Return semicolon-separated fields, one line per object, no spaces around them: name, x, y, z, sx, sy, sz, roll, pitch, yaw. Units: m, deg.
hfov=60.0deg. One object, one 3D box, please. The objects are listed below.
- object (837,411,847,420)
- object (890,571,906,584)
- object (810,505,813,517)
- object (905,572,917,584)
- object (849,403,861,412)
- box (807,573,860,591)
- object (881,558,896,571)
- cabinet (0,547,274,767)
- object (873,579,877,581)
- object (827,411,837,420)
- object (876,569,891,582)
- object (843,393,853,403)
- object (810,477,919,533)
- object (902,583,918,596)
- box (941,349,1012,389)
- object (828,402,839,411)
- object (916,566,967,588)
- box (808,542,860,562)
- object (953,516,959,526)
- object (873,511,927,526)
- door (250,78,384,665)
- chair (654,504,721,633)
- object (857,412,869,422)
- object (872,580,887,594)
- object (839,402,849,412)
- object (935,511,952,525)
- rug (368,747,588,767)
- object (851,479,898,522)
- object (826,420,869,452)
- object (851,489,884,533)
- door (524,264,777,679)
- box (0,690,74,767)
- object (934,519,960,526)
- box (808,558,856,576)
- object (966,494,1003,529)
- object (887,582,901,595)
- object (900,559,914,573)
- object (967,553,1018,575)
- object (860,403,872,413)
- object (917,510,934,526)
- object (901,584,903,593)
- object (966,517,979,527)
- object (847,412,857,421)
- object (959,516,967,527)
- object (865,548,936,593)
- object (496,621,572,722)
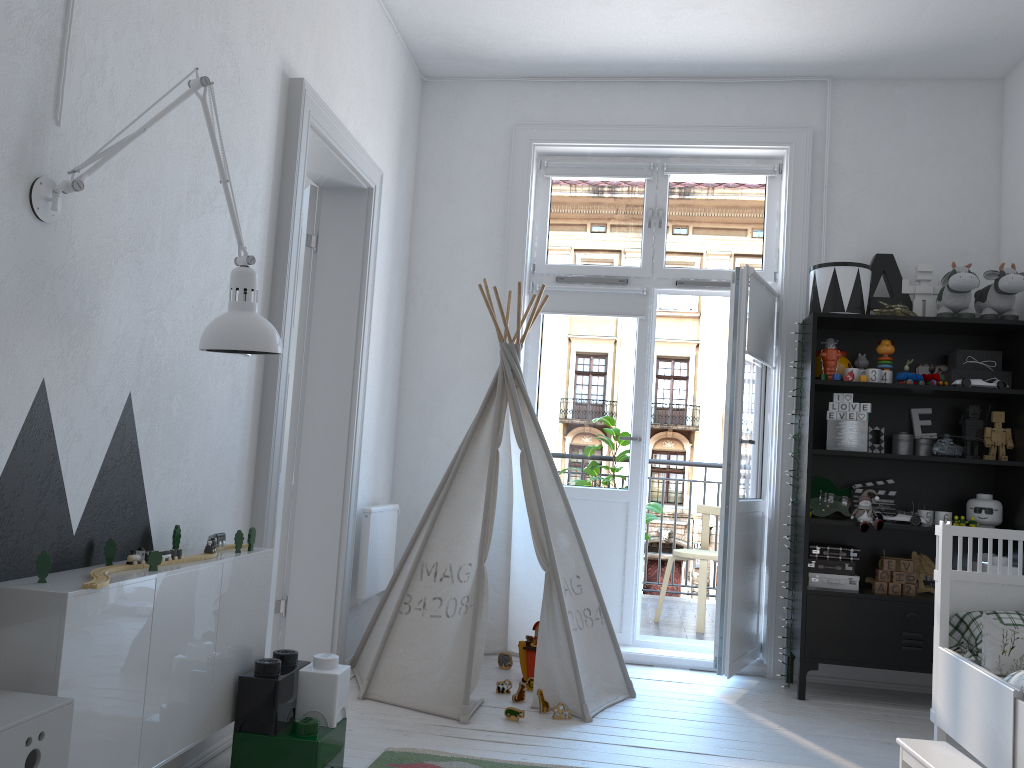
object;1.467;0.144;3.951;0.040;0.040;0.040;3;-5;13
object;1.682;0.842;3.866;0.050;0.050;0.050;3;-5;8
object;1.356;0.579;4.053;0.042;0.054;0.031;2;-5;18
object;1.739;0.847;3.885;0.050;0.050;0.050;3;-5;8
object;1.519;0.105;3.924;0.040;0.040;0.040;0;-6;38
box;1.430;0.879;3.988;0.215;0.062;0.179;3;-5;8
object;1.649;0.792;3.888;0.050;0.050;0.050;3;-5;8
cabinet;-0.879;0.664;2.154;0.183;0.454;0.971;3;-5;8
object;1.628;0.894;3.924;0.050;0.050;0.050;3;-5;8
object;1.428;0.142;3.959;0.040;0.040;0.040;2;-5;23
object;1.629;0.841;3.894;0.050;0.050;0.050;3;-5;8
object;1.493;0.064;3.940;0.040;0.040;0.040;2;-5;18
object;1.621;0.561;4.096;0.542;0.239;0.093;3;-5;9
object;1.730;0.894;3.855;0.050;0.050;0.050;0;-6;38
box;2.099;-0.055;4.005;0.251;0.189;0.179;3;-5;8
object;1.436;0.102;3.960;0.040;0.040;0.040;2;-5;18
object;1.933;0.887;4.052;0.347;0.120;0.034;3;-5;8
box;1.438;0.758;3.999;0.215;0.062;0.179;3;-5;8
object;1.910;0.594;3.812;0.042;0.054;0.031;7;-6;-31
object;1.700;0.592;3.903;0.230;0.048;0.098;0;-6;33
door;-0.865;0.108;3.625;0.505;2.176;1.466;4;-5;-7
chair;1.178;1.100;5.388;0.498;0.715;0.436;7;-6;-37
object;1.547;0.145;3.908;0.040;0.040;0.040;0;-6;38
object;1.606;0.887;3.873;0.050;0.050;0.050;3;-5;8
object;1.478;0.103;3.942;0.040;0.040;0.040;1;-5;28
object;1.882;0.591;3.870;0.067;0.067;0.067;2;-5;22
rug;0.106;1.086;1.743;1.319;0.016;2.030;3;-5;8
object;1.660;0.530;4.066;0.201;0.199;0.048;3;-5;8
object;1.498;0.235;3.959;0.170;0.138;0.124;2;-5;23
object;1.531;0.545;3.813;0.110;0.185;0.129;4;-5;-5
door;0.614;0.366;4.241;1.263;1.837;0.637;3;-5;10
box;-0.901;0.649;1.492;0.202;0.205;0.199;3;-5;8
object;1.947;0.625;4.017;0.163;0.034;0.070;3;-5;8
box;1.415;0.817;3.996;0.215;0.062;0.179;3;-5;8
object;2.075;0.565;3.897;0.139;0.162;0.139;5;-5;-17
object;1.664;0.890;3.864;0.050;0.050;0.050;3;-5;13
object;1.728;0.796;3.878;0.050;0.050;0.050;1;-5;28
object;2.091;0.843;3.855;0.132;0.199;0.267;3;-5;8
object;1.560;0.106;3.907;0.040;0.040;0.040;1;-6;33
object;1.830;0.592;3.925;0.067;0.067;0.067;2;-5;22
object;1.745;0.900;3.911;0.050;0.050;0.050;3;-5;8
object;1.985;0.600;3.824;0.031;0.054;0.042;7;-6;-36
object;1.504;0.144;3.927;0.040;0.040;0.040;2;-5;23
object;1.959;0.602;3.858;0.042;0.054;0.031;3;-5;8
object;1.772;0.843;3.989;0.337;0.186;0.111;2;-5;23
object;0.136;1.119;3.611;0.385;0.283;0.857;4;-5;0
